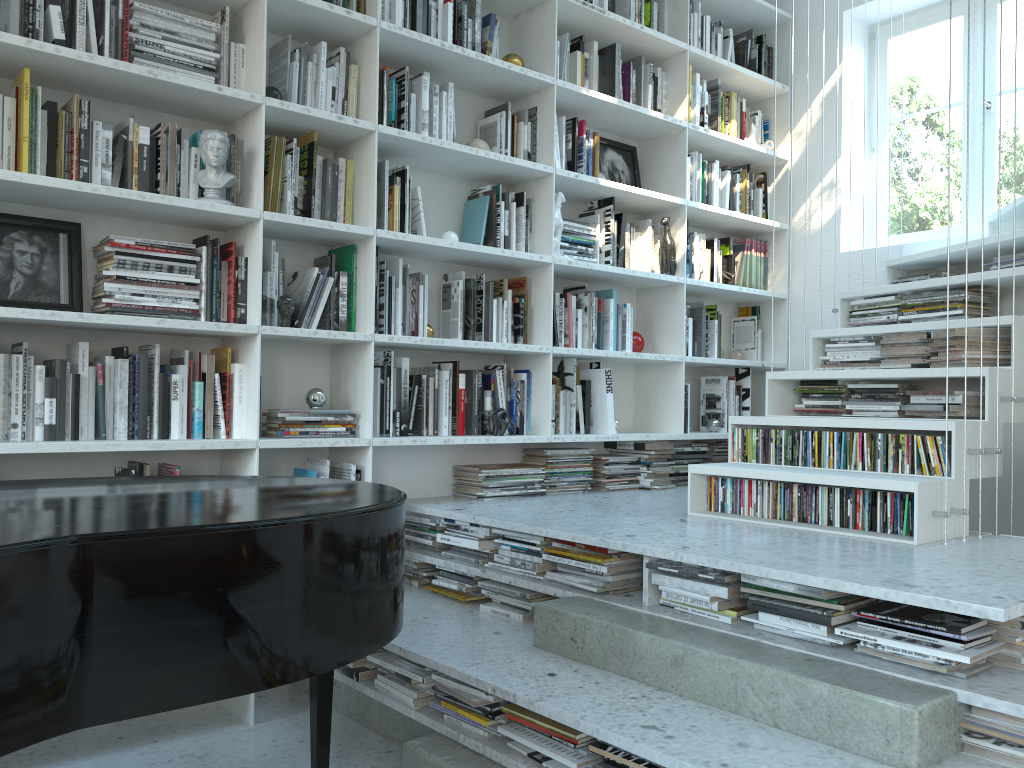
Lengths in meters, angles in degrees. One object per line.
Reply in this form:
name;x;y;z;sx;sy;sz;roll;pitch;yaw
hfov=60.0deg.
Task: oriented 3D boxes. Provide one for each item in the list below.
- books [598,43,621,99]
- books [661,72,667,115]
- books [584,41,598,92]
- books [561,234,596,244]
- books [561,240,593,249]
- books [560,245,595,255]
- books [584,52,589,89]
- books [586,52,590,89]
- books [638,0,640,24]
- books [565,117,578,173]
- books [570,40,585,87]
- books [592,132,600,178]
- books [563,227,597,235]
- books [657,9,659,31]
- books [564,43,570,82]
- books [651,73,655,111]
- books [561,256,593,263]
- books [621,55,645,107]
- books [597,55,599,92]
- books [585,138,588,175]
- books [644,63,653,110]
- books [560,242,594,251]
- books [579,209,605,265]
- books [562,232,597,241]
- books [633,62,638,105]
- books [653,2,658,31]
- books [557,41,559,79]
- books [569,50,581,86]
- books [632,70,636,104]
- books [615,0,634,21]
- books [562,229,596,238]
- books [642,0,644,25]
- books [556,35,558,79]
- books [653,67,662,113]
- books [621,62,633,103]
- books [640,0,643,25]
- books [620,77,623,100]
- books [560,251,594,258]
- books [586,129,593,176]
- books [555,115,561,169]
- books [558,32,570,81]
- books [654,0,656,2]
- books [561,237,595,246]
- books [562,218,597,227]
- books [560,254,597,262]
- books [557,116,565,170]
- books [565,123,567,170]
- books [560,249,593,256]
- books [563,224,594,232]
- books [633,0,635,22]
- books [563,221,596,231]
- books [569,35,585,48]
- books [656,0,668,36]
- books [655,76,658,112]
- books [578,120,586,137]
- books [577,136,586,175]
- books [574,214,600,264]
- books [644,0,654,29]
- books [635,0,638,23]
books;0.392;-1.377;4.025;0.032;0.265;0.245;1;-1;-39
books;0.683;-1.365;4.325;0.031;0.265;0.169;1;-1;-39
books;0.324;-1.389;4.024;0.026;0.288;0.156;1;-1;-39
books;0.220;-0.640;3.953;0.285;0.012;0.159;2;-2;-42
books;0.214;-0.616;3.956;0.254;0.012;0.161;2;-2;-39
books;0.216;-0.592;3.953;0.285;0.012;0.159;2;-2;-41
books;0.279;-1.358;3.995;0.030;0.224;0.158;1;-1;-39
books;0.291;-1.363;4.024;0.024;0.236;0.146;1;-1;-39
books;0.545;-1.765;4.207;0.007;0.321;0.165;1;-1;-39
books;0.227;-1.025;3.950;0.012;0.287;0.176;1;-1;-39
books;0.255;-1.378;3.965;0.026;0.261;0.167;1;-1;-39
books;0.325;-1.000;4.020;0.026;0.243;0.178;1;-1;-39
books;0.219;-0.676;3.955;0.285;0.012;0.159;2;-2;-37
books;0.656;-1.706;4.327;0.031;0.211;0.131;1;-1;-39
books;0.203;-1.374;3.946;0.026;0.250;0.130;1;-1;-39
books;0.615;-1.356;4.264;0.030;0.241;0.162;1;-1;-39
books;0.217;-0.543;3.948;0.254;0.012;0.161;2;-2;-43
books;0.553;-1.385;4.201;0.022;0.294;0.180;1;-1;-39
books;0.337;-1.363;4.047;0.025;0.238;0.142;1;-1;-39
books;0.279;-0.986;3.996;0.033;0.213;0.152;1;-1;-39
books;0.594;-1.372;4.237;0.036;0.272;0.177;1;-1;-39
books;0.220;-0.604;3.948;0.254;0.012;0.161;2;-2;-44
books;0.367;-0.650;4.084;0.012;0.285;0.159;1;-1;-39
books;0.219;-0.652;3.955;0.285;0.012;0.159;2;-2;-37
books;0.527;-1.370;4.198;0.023;0.264;0.156;1;-1;-39
books;0.629;-1.707;4.274;0.029;0.210;0.169;1;-1;-39
books;0.154;-1.369;3.894;0.013;0.236;0.141;1;-1;-39
books;0.237;-1.352;3.944;0.025;0.207;0.175;1;-1;-39
books;0.512;-1.347;4.174;0.031;0.217;0.165;1;-1;-39
books;0.502;-1.734;4.161;0.019;0.256;0.169;1;-1;-39
books;0.223;-0.664;3.950;0.285;0.012;0.159;2;-2;-44
books;0.564;-1.728;4.222;0.031;0.248;0.164;1;-1;-39
books;0.143;-1.378;3.888;0.012;0.254;0.161;1;-1;-39
books;0.660;-1.375;4.309;0.026;0.284;0.147;1;-1;-39
books;0.489;-1.360;4.146;0.014;0.240;0.189;1;-1;-39
books;0.555;-1.717;4.205;0.007;0.226;0.170;1;-1;-39
books;0.450;-1.382;4.144;0.048;0.283;0.162;1;-1;-39
books;0.217;-0.567;3.948;0.254;0.012;0.161;2;-2;-35
books;0.300;-1.005;4.013;0.021;0.253;0.167;1;-1;-39
books;0.147;-1.028;3.894;0.065;0.289;0.146;1;-1;-39
books;0.179;-1.391;3.915;0.051;0.282;0.166;1;-1;-39
books;0.639;-1.741;4.306;0.025;0.279;0.136;1;-1;-39
books;0.222;-0.628;3.950;0.254;0.012;0.161;2;-2;-34
books;0.219;-0.712;3.956;0.285;0.012;0.159;2;-2;-37
books;0.219;-0.555;3.946;0.285;0.012;0.159;2;-2;-34
books;0.176;-1.025;3.926;0.012;0.285;0.159;1;-1;-39
books;0.191;-1.016;3.951;0.043;0.269;0.131;1;-1;-39
books;0.215;-0.580;3.952;0.254;0.012;0.161;2;-2;-37
books;0.219;-0.688;3.955;0.254;0.012;0.161;2;-2;-37
books;0.510;-1.716;4.172;0.008;0.220;0.182;1;-1;-39
books;0.219;-0.701;3.956;0.285;0.012;0.159;2;-2;-41
books;0.264;-1.395;3.983;0.011;0.296;0.162;1;-1;-39
books;0.693;-1.731;4.329;0.026;0.263;0.163;1;-1;-39
books;0.639;-1.351;4.296;0.022;0.234;0.158;1;-1;-39
books;0.264;-1.023;3.978;0.014;0.285;0.175;1;-1;-39
books;0.260;-0.984;3.960;0.013;0.207;0.189;1;-1;-39
books;0.340;-0.636;4.048;0.012;0.254;0.161;1;-1;-39
books;0.600;-1.720;4.243;0.018;0.235;0.186;1;-1;-39
books;0.522;-1.731;4.189;0.016;0.252;0.189;1;-1;-39
